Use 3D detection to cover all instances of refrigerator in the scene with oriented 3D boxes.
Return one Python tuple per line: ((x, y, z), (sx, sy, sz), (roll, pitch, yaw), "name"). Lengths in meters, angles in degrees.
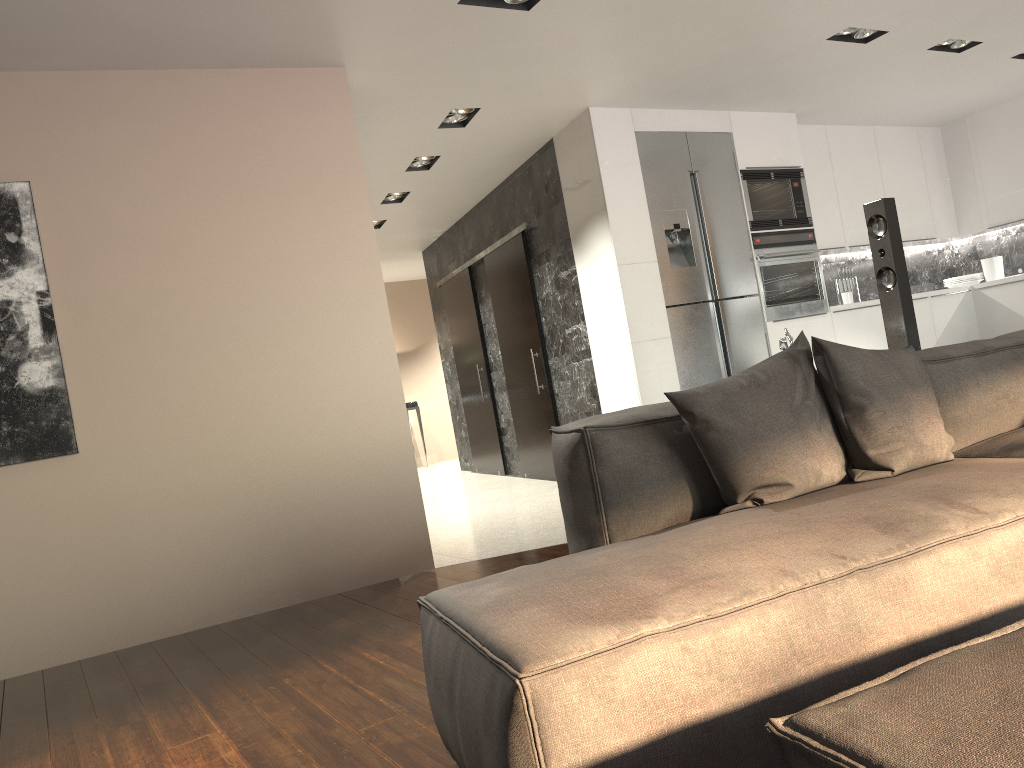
((1.273, -0.563, 6.322), (0.917, 2.343, 0.555), (-10, 0, -31), "refrigerator")

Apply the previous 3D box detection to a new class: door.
((-0.151, -0.158, 8.116), (0.134, 2.056, 2.737), (-10, 0, -20), "door")

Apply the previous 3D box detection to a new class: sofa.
((1.311, 0.232, 1.703), (2.842, 0.704, 2.389), (-10, 0, -21), "sofa")

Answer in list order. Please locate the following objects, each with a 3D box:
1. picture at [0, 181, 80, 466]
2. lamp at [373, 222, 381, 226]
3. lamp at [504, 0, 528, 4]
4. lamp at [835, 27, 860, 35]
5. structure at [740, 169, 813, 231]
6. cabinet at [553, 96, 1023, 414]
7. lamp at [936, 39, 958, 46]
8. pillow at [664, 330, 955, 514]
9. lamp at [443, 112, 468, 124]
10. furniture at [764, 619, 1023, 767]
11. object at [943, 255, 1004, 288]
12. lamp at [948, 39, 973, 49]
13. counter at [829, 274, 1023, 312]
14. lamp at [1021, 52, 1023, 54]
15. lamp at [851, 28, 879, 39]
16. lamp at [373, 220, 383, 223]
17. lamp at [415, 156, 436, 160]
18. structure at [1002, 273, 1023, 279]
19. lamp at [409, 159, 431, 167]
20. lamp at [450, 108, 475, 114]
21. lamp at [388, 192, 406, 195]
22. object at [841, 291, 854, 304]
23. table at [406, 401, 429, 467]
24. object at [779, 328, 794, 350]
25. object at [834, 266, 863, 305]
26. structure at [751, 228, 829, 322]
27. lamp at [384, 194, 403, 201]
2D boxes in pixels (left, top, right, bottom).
((-2.289, -0.220, 3.566), (0.783, 1.165, 0.028), (-10, 0, -24), "picture")
((-1.301, -1.492, 8.125), (0.184, 0.077, 0.170), (-10, 0, -21), "lamp")
((0.032, -1.753, 3.920), (0.170, 0.077, 0.184), (-10, 0, 24), "lamp")
((1.952, -2.086, 5.142), (0.186, 0.077, 0.168), (-10, 0, -31), "lamp")
((1.830, -1.346, 6.781), (0.693, 0.450, 0.582), (-10, 0, -31), "structure")
((3.972, -1.132, 4.540), (4.672, 2.500, 6.579), (-10, 0, -30), "cabinet")
((2.802, -2.233, 5.684), (0.186, 0.077, 0.168), (-10, 0, -31), "lamp")
((1.551, -0.064, 2.321), (2.031, 0.431, 1.092), (-10, 0, 20), "pillow")
((-0.365, -1.674, 5.498), (0.172, 0.077, 0.181), (-10, 0, 15), "lamp")
((0.966, 0.418, 0.739), (1.137, 0.440, 1.055), (-10, 0, -21), "furniture")
((4.250, -1.025, 8.151), (0.369, 0.234, 0.529), (-10, 0, -21), "object")
((2.960, -2.261, 5.786), (0.167, 0.077, 0.186), (-10, 0, 42), "lamp")
((4.124, -0.874, 6.228), (2.828, 0.041, 3.831), (-10, 0, -30), "counter")
((3.650, -2.380, 6.224), (0.168, 0.077, 0.186), (-10, 0, 35), "lamp")
((2.110, -2.114, 5.243), (0.167, 0.077, 0.186), (-10, 0, 42), "lamp")
((-1.244, -1.503, 7.963), (0.185, 0.077, 0.168), (-10, 0, -28), "lamp")
((-0.620, -1.624, 6.211), (0.173, 0.077, 0.181), (-10, 0, 14), "lamp")
((4.601, -0.978, 7.472), (0.595, 0.011, 0.593), (-10, 0, -31), "structure")
((-0.678, -1.613, 6.373), (0.172, 0.077, 0.181), (-10, 0, 15), "lamp")
((-0.307, -1.685, 5.337), (0.173, 0.077, 0.181), (-10, 0, 14), "lamp")
((-0.930, -1.564, 7.084), (0.185, 0.077, 0.168), (-10, 0, -28), "lamp")
((2.784, -0.710, 7.294), (0.089, 0.117, 0.095), (-10, 0, 18), "object")
((-1.864, 0.770, 11.158), (1.502, 0.866, 0.425), (-10, 0, -32), "table")
((1.060, -0.071, 3.334), (0.272, 0.287, 0.297), (-10, 0, 29), "object")
((2.828, -0.828, 7.427), (0.305, 0.336, 0.057), (-10, 0, -28), "object")
((1.951, -0.794, 6.745), (0.698, 0.651, 0.617), (-10, 0, -31), "structure")
((-0.988, -1.553, 7.245), (0.184, 0.077, 0.170), (-10, 0, -21), "lamp")
